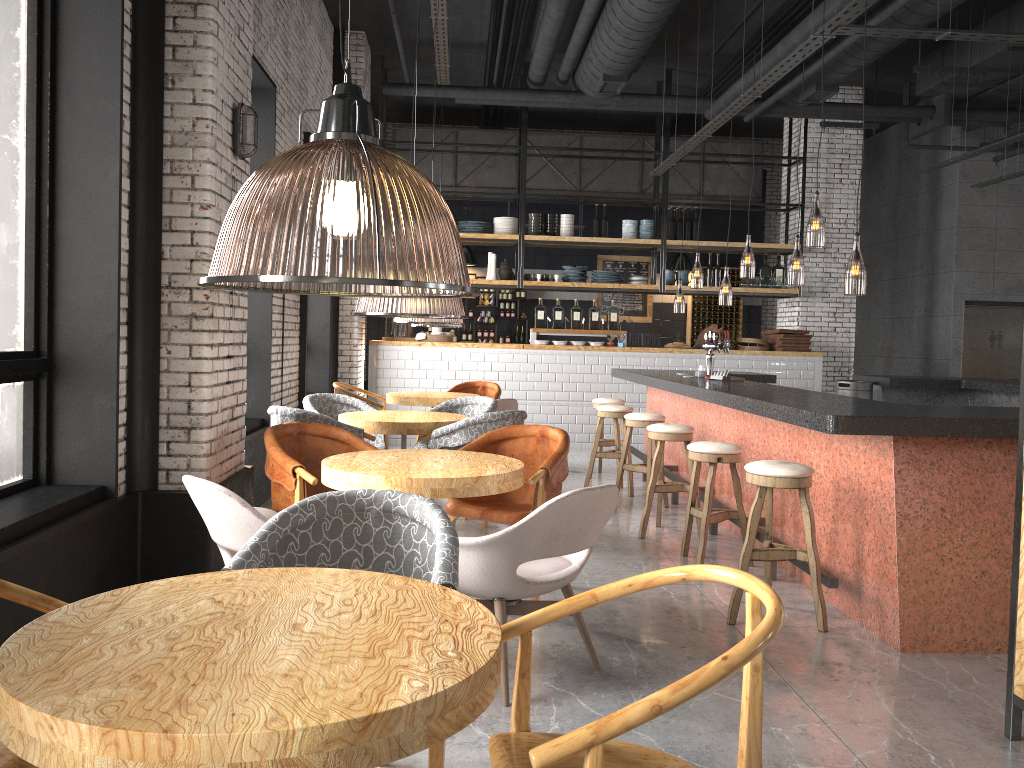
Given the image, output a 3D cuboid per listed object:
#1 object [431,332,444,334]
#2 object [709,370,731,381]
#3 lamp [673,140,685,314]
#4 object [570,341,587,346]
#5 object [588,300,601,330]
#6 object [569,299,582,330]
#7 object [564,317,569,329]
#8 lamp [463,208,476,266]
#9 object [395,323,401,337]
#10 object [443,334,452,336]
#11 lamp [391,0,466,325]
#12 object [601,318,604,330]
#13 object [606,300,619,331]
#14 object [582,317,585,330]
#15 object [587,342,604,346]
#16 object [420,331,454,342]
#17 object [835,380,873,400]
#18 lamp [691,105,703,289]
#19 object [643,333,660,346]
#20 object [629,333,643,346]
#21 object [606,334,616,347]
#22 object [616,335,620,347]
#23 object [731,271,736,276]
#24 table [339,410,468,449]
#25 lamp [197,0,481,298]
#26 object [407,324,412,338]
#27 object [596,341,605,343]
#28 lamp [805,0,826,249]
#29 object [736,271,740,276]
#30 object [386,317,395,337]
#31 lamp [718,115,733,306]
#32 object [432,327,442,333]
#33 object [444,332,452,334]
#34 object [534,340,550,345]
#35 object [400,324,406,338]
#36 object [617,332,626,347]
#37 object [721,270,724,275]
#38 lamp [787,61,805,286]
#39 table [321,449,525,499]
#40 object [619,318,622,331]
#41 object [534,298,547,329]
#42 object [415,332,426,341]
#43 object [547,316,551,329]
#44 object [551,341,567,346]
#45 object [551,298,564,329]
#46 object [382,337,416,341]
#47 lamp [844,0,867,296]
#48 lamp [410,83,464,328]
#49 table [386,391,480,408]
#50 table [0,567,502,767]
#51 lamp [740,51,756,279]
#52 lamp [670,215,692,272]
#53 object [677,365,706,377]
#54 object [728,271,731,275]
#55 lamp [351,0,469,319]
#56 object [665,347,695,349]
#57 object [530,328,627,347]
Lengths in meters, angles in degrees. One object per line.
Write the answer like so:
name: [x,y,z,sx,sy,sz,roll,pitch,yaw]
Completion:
object: [-0.955,-0.624,11.332,0.160,0.078,0.161,0,3,-25]
object: [1.752,-0.079,7.478,0.091,0.091,0.178,0,3,-28]
lamp: [1.576,-1.455,8.221,0.108,1.598,0.108,3,2,29]
object: [0.850,-0.520,11.431,0.216,0.055,0.324,1,3,-3]
object: [1.091,-0.915,11.746,0.154,0.404,0.154,1,2,-4]
object: [0.848,-0.921,11.736,0.154,0.404,0.154,1,2,-4]
object: [0.713,-0.801,11.667,0.039,0.163,0.077,3,3,41]
lamp: [-0.777,-2.457,14.760,0.390,0.936,0.391,2,2,-1]
object: [-1.467,-0.753,11.446,0.070,0.367,0.107,1,2,-4]
object: [-0.858,-0.609,11.463,0.161,0.075,0.161,-1,4,-40]
lamp: [-0.574,-1.638,6.422,0.537,2.404,0.536,3,2,38]
object: [1.192,-0.788,11.679,0.024,0.163,0.062,1,2,-13]
object: [1.339,-0.909,11.765,0.154,0.404,0.154,1,2,-4]
object: [0.944,-0.795,11.686,0.031,0.163,0.046,2,2,22]
object: [1.083,-0.515,11.429,0.216,0.060,0.324,1,3,-3]
object: [-0.975,-0.603,11.437,0.436,0.156,0.420,0,3,-31]
object: [3.643,0.481,9.485,0.399,1.034,0.398,3,2,32]
lamp: [1.616,-1.622,7.627,0.108,1.598,0.108,3,2,29]
object: [1.847,-0.584,11.744,0.181,0.168,0.170,0,3,-23]
object: [1.625,-0.585,11.639,0.181,0.168,0.170,2,2,7]
object: [1.273,-0.564,11.468,0.122,0.165,0.112,3,3,31]
object: [1.411,-0.564,11.533,0.122,0.165,0.112,0,3,-39]
object: [3.761,-1.885,15.069,0.079,0.079,0.284,1,3,-3]
table: [-0.789,0.635,6.425,0.933,0.809,0.932,4,3,44]
lamp: [-0.298,-1.383,1.696,0.537,2.404,0.536,3,2,38]
object: [-1.322,-0.675,11.448,0.056,0.249,0.056,0,3,-41]
object: [1.124,-0.540,11.339,0.039,0.021,0.203,0,3,-26]
lamp: [1.767,-1.584,5.081,0.108,1.598,0.108,3,2,29]
object: [3.856,-1.882,15.059,0.079,0.079,0.284,1,3,-3]
object: [-1.567,-0.847,11.423,0.106,0.554,0.157,1,2,-4]
lamp: [1.708,-1.416,6.984,0.108,1.598,0.108,1,2,-22]
object: [-0.978,-0.659,11.558,0.129,0.204,0.129,3,3,32]
object: [-0.860,-0.628,11.463,0.161,0.078,0.160,-1,4,-40]
object: [0.379,-0.530,11.394,0.216,0.055,0.324,1,3,-3]
object: [-1.402,-0.751,11.451,0.070,0.367,0.107,1,2,-4]
object: [1.409,-0.569,11.406,0.128,0.189,0.123,2,2,6]
object: [3.575,-1.887,15.019,0.079,0.079,0.284,1,3,-3]
lamp: [1.842,-1.363,5.671,0.108,1.460,0.108,0,2,-32]
table: [-0.418,0.766,4.132,0.933,0.809,0.932,4,3,44]
object: [1.434,-0.782,11.691,0.034,0.163,0.061,3,2,30]
object: [0.374,-0.933,11.707,0.154,0.404,0.154,1,2,-4]
object: [-1.100,-0.605,11.380,0.187,0.110,0.283,3,3,33]
object: [0.477,-0.806,11.636,0.032,0.163,0.080,0,2,-32]
object: [0.613,-0.526,11.395,0.216,0.059,0.324,1,3,-3]
object: [0.606,-0.926,11.713,0.154,0.404,0.154,1,2,-4]
object: [-1.468,-0.582,11.555,0.411,0.050,0.411,1,3,-4]
lamp: [1.790,-1.257,4.552,0.108,1.598,0.108,3,2,29]
lamp: [-0.710,-1.763,8.735,0.537,2.404,0.536,3,2,38]
table: [-0.792,0.509,8.831,0.933,0.809,0.932,4,3,39]
table: [-0.497,0.888,1.765,0.933,0.809,0.932,4,3,44]
lamp: [1.694,-1.549,6.279,0.108,1.598,0.108,3,2,29]
lamp: [2.863,-2.367,14.942,0.390,0.936,0.391,2,2,-1]
object: [1.618,-0.133,8.297,0.200,0.106,0.767,1,3,-3]
object: [3.669,-1.885,15.028,0.079,0.079,0.284,1,3,-3]
lamp: [-0.436,-1.510,4.059,0.537,2.404,0.536,3,2,38]
object: [2.222,-0.477,11.675,0.407,0.019,0.458,4,4,38]
object: [0.869,-0.443,11.753,1.250,0.551,0.315,1,2,-3]
